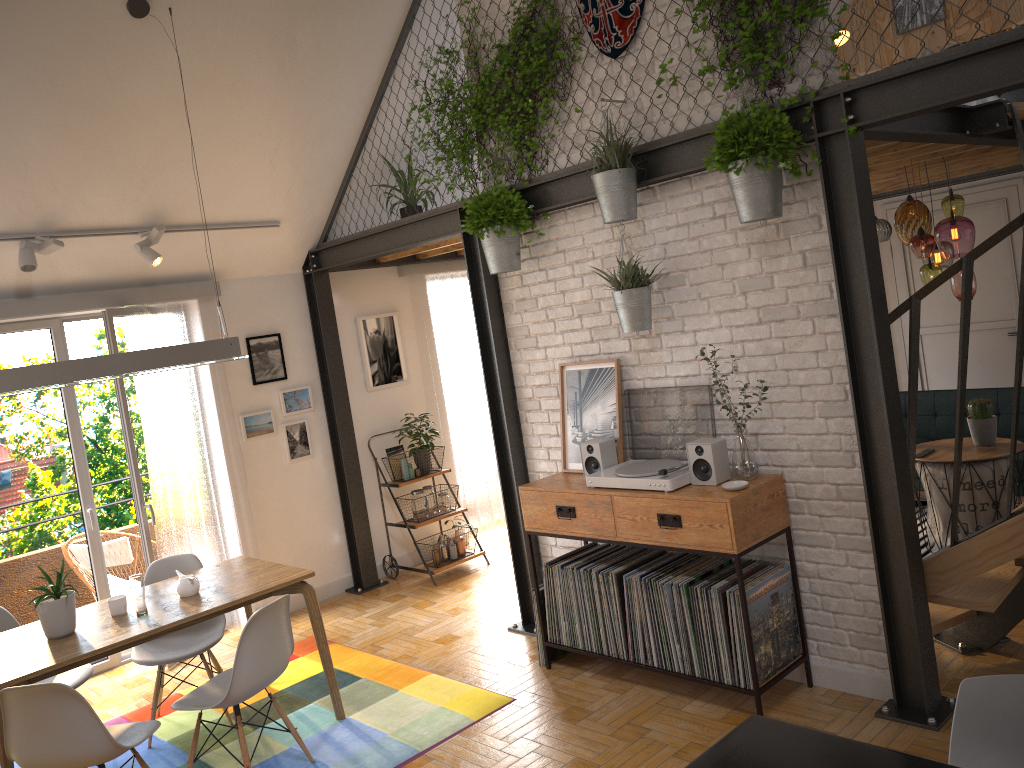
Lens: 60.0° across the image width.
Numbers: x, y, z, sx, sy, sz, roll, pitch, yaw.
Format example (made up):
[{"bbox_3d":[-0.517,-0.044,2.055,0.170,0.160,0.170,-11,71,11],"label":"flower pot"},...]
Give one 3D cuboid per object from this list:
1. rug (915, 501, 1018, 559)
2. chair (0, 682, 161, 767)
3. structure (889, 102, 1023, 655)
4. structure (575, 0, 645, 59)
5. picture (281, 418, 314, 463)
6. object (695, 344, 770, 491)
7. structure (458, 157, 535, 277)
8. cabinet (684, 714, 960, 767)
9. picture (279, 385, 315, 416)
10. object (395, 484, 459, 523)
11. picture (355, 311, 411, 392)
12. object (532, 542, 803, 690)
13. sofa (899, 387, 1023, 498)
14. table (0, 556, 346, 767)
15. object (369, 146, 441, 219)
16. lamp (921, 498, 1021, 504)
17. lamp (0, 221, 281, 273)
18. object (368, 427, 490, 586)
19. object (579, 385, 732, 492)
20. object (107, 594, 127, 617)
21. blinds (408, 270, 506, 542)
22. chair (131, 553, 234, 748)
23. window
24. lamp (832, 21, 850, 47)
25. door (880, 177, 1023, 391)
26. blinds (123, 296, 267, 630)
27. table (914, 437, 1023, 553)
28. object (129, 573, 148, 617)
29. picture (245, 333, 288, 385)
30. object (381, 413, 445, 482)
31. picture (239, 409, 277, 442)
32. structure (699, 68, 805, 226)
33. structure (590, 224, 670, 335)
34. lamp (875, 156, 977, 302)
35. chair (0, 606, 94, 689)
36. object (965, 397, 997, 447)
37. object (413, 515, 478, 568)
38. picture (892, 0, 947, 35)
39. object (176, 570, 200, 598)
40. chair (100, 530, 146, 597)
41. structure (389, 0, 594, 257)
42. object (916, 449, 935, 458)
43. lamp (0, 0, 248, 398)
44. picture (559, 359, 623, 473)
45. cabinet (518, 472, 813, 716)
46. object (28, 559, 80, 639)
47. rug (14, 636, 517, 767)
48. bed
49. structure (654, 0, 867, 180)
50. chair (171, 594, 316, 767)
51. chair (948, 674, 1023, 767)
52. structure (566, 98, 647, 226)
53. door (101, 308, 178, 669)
[{"bbox_3d":[2.578,1.004,5.839,1.707,0.010,3.493,-13,6,-42],"label":"rug"},{"bbox_3d":[-1.621,1.425,3.382,0.464,0.800,0.544,-9,3,5],"label":"chair"},{"bbox_3d":[2.566,-0.749,3.959,2.255,3.811,1.625,-10,3,-28],"label":"structure"},{"bbox_3d":[0.378,-2.012,4.167,0.193,0.963,0.440,-11,3,-43],"label":"structure"},{"bbox_3d":[-1.541,0.407,6.367,0.202,0.284,0.022,-12,4,-43],"label":"picture"},{"bbox_3d":[0.939,0.125,3.881,0.291,0.619,0.295,-10,3,-27],"label":"object"},{"bbox_3d":[-0.087,-0.900,4.782,0.424,0.651,0.438,-9,3,-12],"label":"structure"},{"bbox_3d":[1.036,1.084,0.697,1.004,1.133,2.432,-12,5,-43],"label":"cabinet"},{"bbox_3d":[-1.549,0.118,6.384,0.252,0.183,0.023,-12,4,-43],"label":"picture"},{"bbox_3d":[-0.626,0.887,6.677,0.441,0.215,0.238,-13,5,-43],"label":"object"},{"bbox_3d":[-1.002,-0.260,6.924,0.417,0.574,0.022,-12,4,-43],"label":"picture"},{"bbox_3d":[0.687,1.131,4.281,0.406,0.573,1.310,-12,5,-43],"label":"object"},{"bbox_3d":[3.074,0.471,6.520,0.828,0.781,1.969,-12,5,-43],"label":"sofa"},{"bbox_3d":[-1.673,1.416,4.120,1.472,0.753,0.849,-13,5,-43],"label":"table"},{"bbox_3d":[-0.726,-1.347,6.154,0.527,0.590,0.459,-7,4,30],"label":"object"},{"bbox_3d":[2.546,0.054,6.851,0.573,1.715,2.355,-10,4,-34],"label":"lamp"},{"bbox_3d":[-2.791,-0.690,4.778,3.505,0.261,0.207,-13,5,-42],"label":"lamp"},{"bbox_3d":[-0.645,0.882,6.702,0.581,1.076,0.630,-11,4,-43],"label":"object"},{"bbox_3d":[0.641,0.250,4.192,0.416,0.414,0.785,-12,5,-43],"label":"object"},{"bbox_3d":[-1.813,1.021,4.077,0.078,0.077,0.077,-10,4,-25],"label":"object"},{"bbox_3d":[-0.422,0.138,7.347,0.670,2.278,0.123,-11,3,-42],"label":"blinds"},{"bbox_3d":[-1.718,1.341,4.596,0.466,0.800,0.542,-10,3,-16],"label":"chair"},{"bbox_3d":[0.994,-0.803,3.338,7.817,4.458,8.613,-13,6,-43],"label":"window"},{"bbox_3d":[2.897,-2.802,8.090,0.194,0.812,0.852,-9,3,1],"label":"lamp"},{"bbox_3d":[3.962,-0.536,7.760,0.088,2.296,1.197,-11,3,-43],"label":"door"},{"bbox_3d":[-2.058,0.521,5.773,0.187,2.284,0.753,-7,3,41],"label":"blinds"},{"bbox_3d":[2.792,0.655,5.421,0.681,0.685,0.682,-9,3,-3],"label":"table"},{"bbox_3d":[-1.682,0.953,3.994,0.062,0.183,0.062,-8,3,11],"label":"object"},{"bbox_3d":[-1.730,-0.177,6.252,0.262,0.335,0.021,-12,4,-43],"label":"picture"},{"bbox_3d":[-0.754,0.466,6.741,0.494,0.474,0.395,-11,4,-31],"label":"object"},{"bbox_3d":[-1.765,0.285,6.171,0.252,0.183,0.023,-12,4,-43],"label":"picture"},{"bbox_3d":[0.975,-0.970,3.632,0.424,0.651,0.438,-9,3,-12],"label":"structure"},{"bbox_3d":[0.558,-0.496,4.215,0.386,0.534,0.359,-11,4,-33],"label":"structure"},{"bbox_3d":[2.543,-0.986,5.524,0.618,1.012,0.491,-9,3,-3],"label":"lamp"},{"bbox_3d":[-2.318,1.462,4.257,0.541,0.800,0.466,-8,3,16],"label":"chair"},{"bbox_3d":[2.871,0.227,5.412,0.189,0.295,0.173,-8,3,21],"label":"object"},{"bbox_3d":[-0.476,1.163,6.574,0.441,0.290,0.276,-12,5,-43],"label":"object"},{"bbox_3d":[3.497,-3.360,7.652,0.017,0.553,0.420,-11,4,-43],"label":"picture"},{"bbox_3d":[-1.552,0.952,4.238,0.107,0.106,0.178,-10,4,-16],"label":"object"},{"bbox_3d":[-2.765,1.375,6.357,0.885,0.807,0.671,-8,3,12],"label":"chair"},{"bbox_3d":[-0.074,-1.523,4.870,0.433,1.676,2.123,-11,4,-42],"label":"structure"},{"bbox_3d":[2.521,0.423,5.414,0.208,0.013,0.050,-13,6,-43],"label":"object"},{"bbox_3d":[-2.027,-0.908,4.034,1.352,1.816,0.268,-12,4,-43],"label":"lamp"},{"bbox_3d":[0.406,0.171,4.609,0.127,0.575,0.410,-11,4,-43],"label":"picture"},{"bbox_3d":[0.677,0.939,4.233,0.458,0.962,1.262,-11,4,-43],"label":"cabinet"},{"bbox_3d":[-2.005,0.939,3.883,0.215,0.329,0.233,-11,4,-37],"label":"object"},{"bbox_3d":[-1.612,1.788,4.025,2.794,0.024,1.934,-13,6,-43],"label":"rug"},{"bbox_3d":[2.960,-2.195,6.793,2.299,1.019,2.118,-13,6,-42],"label":"bed"},{"bbox_3d":[1.053,-1.760,3.639,1.302,1.867,0.460,-6,4,44],"label":"structure"},{"bbox_3d":[-0.533,0.403,2.151,3.504,2.681,4.011,-12,5,-42],"label":"chair"},{"bbox_3d":[1.146,1.111,1.821,0.403,0.865,0.431,-7,3,28],"label":"chair"},{"bbox_3d":[0.456,-1.044,4.194,0.384,0.606,0.349,-8,3,10],"label":"structure"},{"bbox_3d":[-2.203,0.602,5.773,0.111,2.226,0.805,-8,3,9],"label":"door"}]
